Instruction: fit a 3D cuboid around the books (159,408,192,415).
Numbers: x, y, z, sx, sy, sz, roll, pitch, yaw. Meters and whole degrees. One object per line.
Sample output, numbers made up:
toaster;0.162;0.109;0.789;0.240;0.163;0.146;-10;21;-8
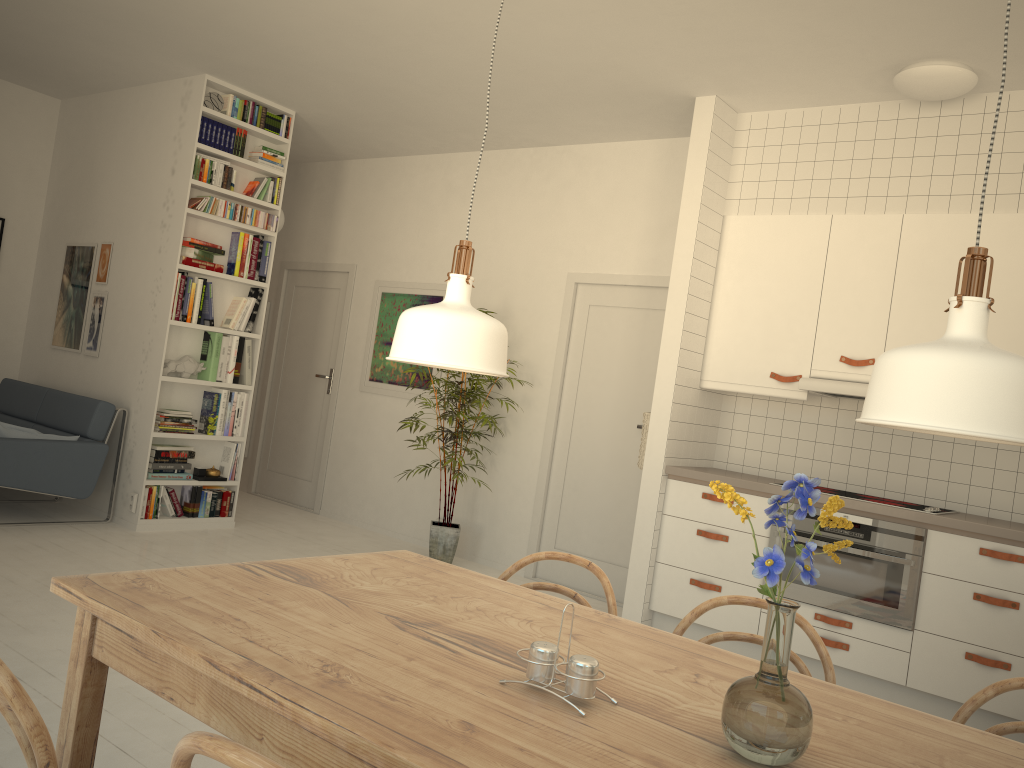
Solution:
books;-2.187;0.179;5.752;0.127;0.019;0.166;8;-1;31

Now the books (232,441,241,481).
books;-1.950;0.526;6.137;0.181;0.257;0.007;8;-1;38

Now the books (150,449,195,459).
books;-2.237;0.445;5.761;0.185;0.047;0.285;8;-1;38

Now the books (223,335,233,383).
books;-1.992;-0.178;6.010;0.235;0.321;0.023;8;-1;38

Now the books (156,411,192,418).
books;-2.212;0.194;5.755;0.165;0.017;0.212;8;-1;35

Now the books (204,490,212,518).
books;-2.113;0.794;5.989;0.222;0.176;0.032;8;-1;38

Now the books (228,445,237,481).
books;-1.987;0.522;6.120;0.198;0.256;0.030;8;-1;38

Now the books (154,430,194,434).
books;-2.216;0.303;5.740;0.170;0.009;0.247;8;-1;41

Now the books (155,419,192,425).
books;-2.207;0.246;5.734;0.120;0.012;0.237;8;-1;33

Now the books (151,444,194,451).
books;-2.241;0.407;5.774;0.162;0.024;0.297;8;-1;29

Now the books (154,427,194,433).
books;-2.215;0.291;5.734;0.173;0.014;0.246;8;-1;37

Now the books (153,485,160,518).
books;-2.333;0.741;5.698;0.174;0.215;0.021;8;-1;38

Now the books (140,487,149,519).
books;-2.383;0.744;5.623;0.185;0.199;0.039;8;-1;38

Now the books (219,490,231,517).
books;-2.022;0.807;6.098;0.202;0.180;0.056;8;-1;38

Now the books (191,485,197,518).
books;-2.175;0.764;5.900;0.202;0.214;0.015;8;-1;38

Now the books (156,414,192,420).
books;-2.216;0.207;5.739;0.169;0.010;0.221;8;-1;41

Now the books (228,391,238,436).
books;-1.972;0.193;6.077;0.213;0.305;0.025;8;-1;38

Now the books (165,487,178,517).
books;-2.248;0.764;5.781;0.118;0.192;0.118;8;-1;38

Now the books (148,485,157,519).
books;-2.342;0.742;5.663;0.185;0.211;0.020;8;-1;38

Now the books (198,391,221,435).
books;-2.055;0.191;5.962;0.200;0.284;0.057;8;-1;38

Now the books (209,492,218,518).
books;-2.090;0.804;6.021;0.209;0.163;0.048;8;-1;38

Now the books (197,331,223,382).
books;-2.037;-0.187;5.914;0.229;0.328;0.056;8;-1;38

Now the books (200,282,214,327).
books;-2.040;-0.530;5.850;0.200;0.288;0.093;8;-1;38

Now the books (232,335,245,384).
books;-1.928;-0.171;6.063;0.202;0.327;0.056;8;-1;38

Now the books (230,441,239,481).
books;-1.963;0.525;6.138;0.184;0.256;0.008;8;-1;38

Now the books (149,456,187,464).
books;-2.253;0.486;5.745;0.143;0.039;0.247;8;-1;35

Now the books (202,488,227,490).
books;-2.059;0.705;6.033;0.130;0.012;0.193;8;-1;38

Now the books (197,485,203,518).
books;-2.148;0.769;5.936;0.202;0.214;0.015;8;-1;38

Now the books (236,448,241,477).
books;-1.937;0.529;6.138;0.139;0.256;0.011;8;-1;38

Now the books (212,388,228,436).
books;-2.033;0.180;6.007;0.241;0.312;0.037;8;-1;38

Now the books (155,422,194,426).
books;-2.213;0.255;5.757;0.135;0.008;0.250;8;-1;34

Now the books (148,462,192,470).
books;-2.255;0.522;5.749;0.165;0.039;0.297;8;-1;33

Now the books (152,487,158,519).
books;-2.343;0.744;5.684;0.194;0.206;0.012;8;-1;38

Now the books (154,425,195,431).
books;-2.213;0.279;5.749;0.171;0.009;0.248;8;-1;41

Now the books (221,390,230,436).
books;-2.016;0.183;6.034;0.229;0.311;0.027;8;-1;38

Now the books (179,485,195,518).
books;-2.178;0.764;5.884;0.202;0.214;0.015;8;-1;38

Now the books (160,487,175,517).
books;-2.271;0.757;5.761;0.134;0.200;0.135;8;-1;38

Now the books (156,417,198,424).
books;-2.198;0.229;5.777;0.163;0.025;0.235;8;-1;44

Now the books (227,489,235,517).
books;-2.010;0.810;6.144;0.230;0.176;0.032;8;-1;38

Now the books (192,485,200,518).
books;-2.156;0.767;5.904;0.202;0.214;0.015;8;-1;38

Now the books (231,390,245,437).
books;-1.920;0.201;6.105;0.161;0.308;0.037;8;-1;38

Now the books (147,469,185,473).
books;-2.276;0.551;5.752;0.168;0.024;0.241;8;-1;33

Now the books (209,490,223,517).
books;-2.071;0.804;6.069;0.221;0.170;0.050;8;-1;38

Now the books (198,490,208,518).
books;-2.139;0.789;5.964;0.224;0.179;0.044;8;-1;38

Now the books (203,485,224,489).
books;-2.051;0.696;6.012;0.103;0.006;0.165;8;-1;38

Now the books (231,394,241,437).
books;-1.948;0.204;6.087;0.209;0.291;0.022;8;-1;38

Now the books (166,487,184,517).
books;-2.234;0.770;5.810;0.136;0.188;0.131;8;-1;38

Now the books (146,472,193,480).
books;-2.267;0.588;5.770;0.204;0.038;0.297;8;-1;43

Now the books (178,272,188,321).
books;-2.159;-0.564;5.694;0.179;0.317;0.021;8;-1;38

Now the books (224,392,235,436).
books;-1.966;0.198;6.033;0.150;0.304;0.035;8;-1;38

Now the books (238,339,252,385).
books;-1.887;-0.159;6.129;0.229;0.316;0.099;8;-1;38

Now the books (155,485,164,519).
books;-2.312;0.744;5.702;0.194;0.215;0.010;8;-1;38

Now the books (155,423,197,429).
books;-2.217;0.267;5.784;0.255;0.014;0.197;9;-1;-43

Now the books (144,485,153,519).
books;-2.360;0.742;5.647;0.187;0.206;0.026;8;-1;38

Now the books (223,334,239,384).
books;-1.961;-0.174;6.027;0.240;0.324;0.037;8;-1;38

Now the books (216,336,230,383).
books;-2.005;-0.172;5.964;0.200;0.311;0.065;8;-1;38

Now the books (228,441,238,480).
books;-1.953;0.528;6.107;0.130;0.258;0.033;8;-1;38

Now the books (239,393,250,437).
books;-1.923;0.202;6.152;0.229;0.303;0.039;8;-1;38

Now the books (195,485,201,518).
books;-2.152;0.768;5.921;0.202;0.214;0.015;8;-1;38
